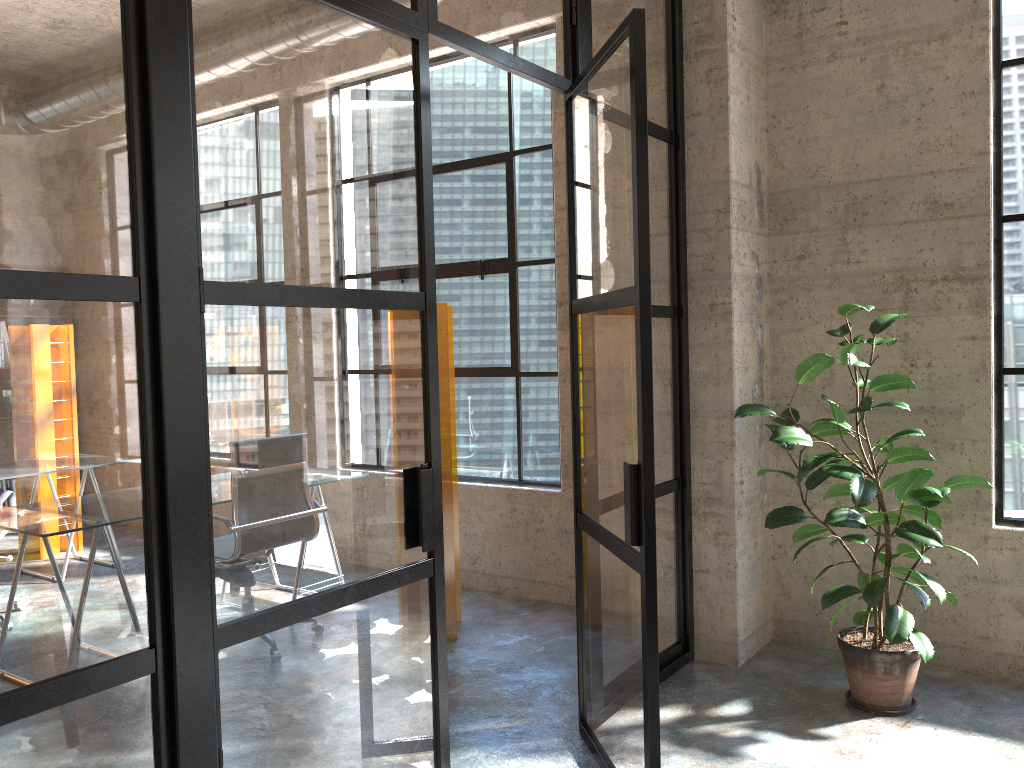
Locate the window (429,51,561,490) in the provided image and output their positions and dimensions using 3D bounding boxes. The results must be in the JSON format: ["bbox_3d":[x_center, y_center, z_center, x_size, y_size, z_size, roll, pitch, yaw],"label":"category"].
[{"bbox_3d":[-0.457,-0.680,5.373,1.780,2.530,0.081,0,3,35],"label":"window"}]

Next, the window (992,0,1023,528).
[{"bbox_3d":[0.211,-0.679,4.904,7.902,2.530,0.081,0,3,35],"label":"window"}]

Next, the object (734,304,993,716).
[{"bbox_3d":[1.354,0.471,3.414,0.886,1.552,0.514,0,3,32],"label":"object"}]

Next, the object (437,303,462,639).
[{"bbox_3d":[-0.441,0.426,4.421,0.342,1.640,0.304,-2,2,-5],"label":"object"}]
